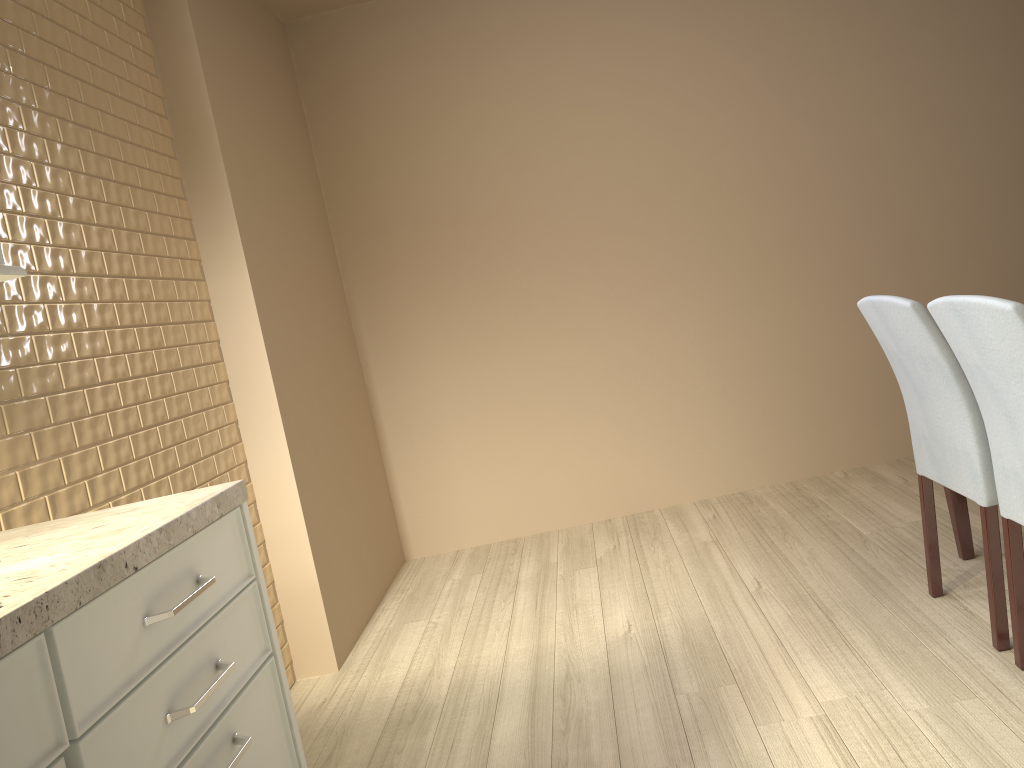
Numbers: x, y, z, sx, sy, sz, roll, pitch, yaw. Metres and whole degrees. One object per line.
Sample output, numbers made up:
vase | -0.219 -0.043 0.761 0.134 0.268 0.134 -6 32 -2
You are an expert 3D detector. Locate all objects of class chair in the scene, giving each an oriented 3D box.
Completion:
chair | 1.201 0.180 1.709 0.505 0.827 0.401 -12 1 4
chair | 1.228 0.134 2.165 0.505 0.827 0.401 -12 1 4

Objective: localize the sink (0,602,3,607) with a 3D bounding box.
sink | -0.662 0.484 0.653 0.379 0.414 0.486 -12 3 4

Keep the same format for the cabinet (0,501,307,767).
cabinet | -0.711 0.739 0.401 0.637 0.792 2.229 -12 4 5

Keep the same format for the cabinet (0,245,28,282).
cabinet | -0.965 -0.359 0.362 0.410 1.110 1.936 -13 4 5

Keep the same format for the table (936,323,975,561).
table | 1.511 0.187 1.731 0.750 0.679 1.766 -12 4 4

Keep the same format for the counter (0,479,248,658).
counter | -0.759 0.338 0.384 0.522 0.035 2.207 -12 5 5
